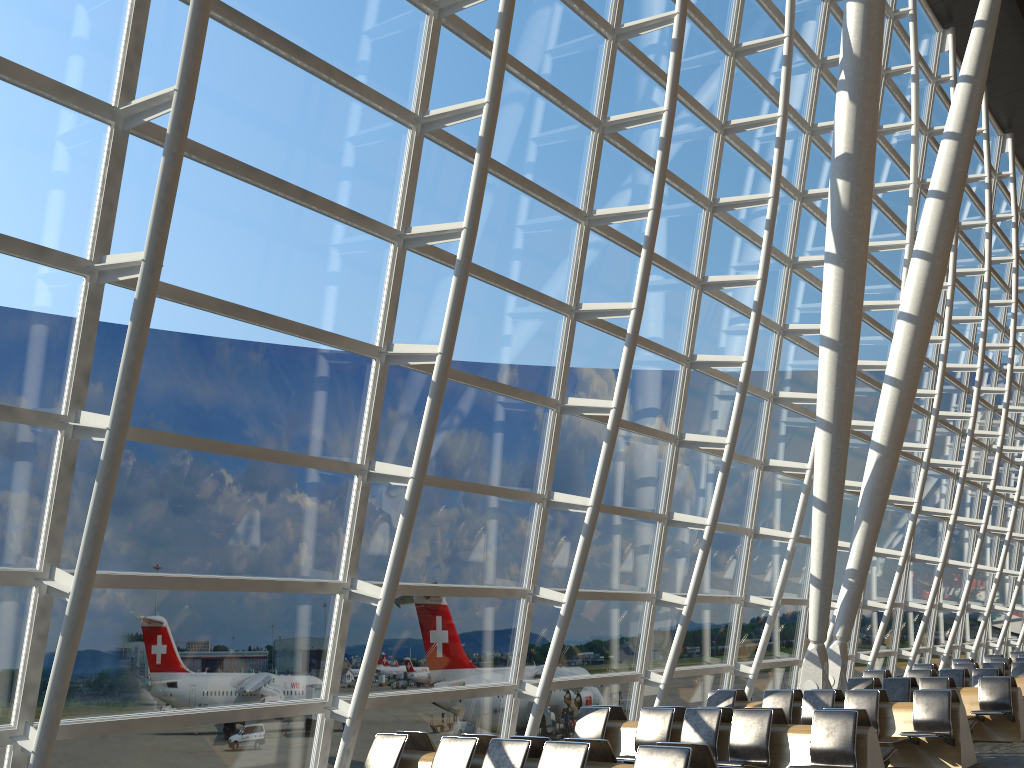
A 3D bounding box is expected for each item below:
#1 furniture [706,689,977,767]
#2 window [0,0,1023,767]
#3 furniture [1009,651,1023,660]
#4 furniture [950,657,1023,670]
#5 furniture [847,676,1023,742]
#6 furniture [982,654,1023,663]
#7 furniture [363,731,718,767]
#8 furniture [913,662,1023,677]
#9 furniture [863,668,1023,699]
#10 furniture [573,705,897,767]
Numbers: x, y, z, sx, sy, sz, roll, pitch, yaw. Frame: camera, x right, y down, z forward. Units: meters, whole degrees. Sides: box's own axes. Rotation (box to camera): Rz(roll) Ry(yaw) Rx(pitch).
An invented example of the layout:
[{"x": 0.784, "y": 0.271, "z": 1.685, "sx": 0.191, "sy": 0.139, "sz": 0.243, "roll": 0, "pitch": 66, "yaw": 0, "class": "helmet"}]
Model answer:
[{"x": 4.006, "y": 4.336, "z": 11.223, "sx": 3.292, "sy": 0.850, "sz": 1.678, "roll": -16, "pitch": -21, "yaw": 39, "class": "furniture"}, {"x": 42.842, "y": 10.158, "z": 58.390, "sx": 3.760, "sy": 13.755, "sz": 168.098, "roll": -12, "pitch": -19, "yaw": 39, "class": "window"}, {"x": 15.772, "y": 7.890, "z": 24.684, "sx": 3.292, "sy": 0.850, "sz": 1.678, "roll": -16, "pitch": -21, "yaw": 39, "class": "furniture"}, {"x": 11.850, "y": 6.705, "z": 20.197, "sx": 3.292, "sy": 0.850, "sz": 1.678, "roll": -16, "pitch": -21, "yaw": 39, "class": "furniture"}, {"x": 5.967, "y": 4.928, "z": 13.467, "sx": 3.292, "sy": 0.850, "sz": 1.678, "roll": -16, "pitch": -21, "yaw": 39, "class": "furniture"}, {"x": 13.811, "y": 7.297, "z": 22.440, "sx": 3.292, "sy": 0.850, "sz": 1.678, "roll": -16, "pitch": -21, "yaw": 39, "class": "furniture"}, {"x": 0.084, "y": 3.152, "z": 6.737, "sx": 3.292, "sy": 0.850, "sz": 1.678, "roll": -16, "pitch": -21, "yaw": 39, "class": "furniture"}, {"x": 9.889, "y": 6.113, "z": 17.954, "sx": 3.292, "sy": 0.850, "sz": 1.678, "roll": -16, "pitch": -21, "yaw": 39, "class": "furniture"}, {"x": 7.928, "y": 5.521, "z": 15.710, "sx": 3.292, "sy": 0.850, "sz": 1.678, "roll": -16, "pitch": -21, "yaw": 39, "class": "furniture"}, {"x": 2.045, "y": 3.744, "z": 8.980, "sx": 3.292, "sy": 0.850, "sz": 1.678, "roll": -16, "pitch": -21, "yaw": 39, "class": "furniture"}]
